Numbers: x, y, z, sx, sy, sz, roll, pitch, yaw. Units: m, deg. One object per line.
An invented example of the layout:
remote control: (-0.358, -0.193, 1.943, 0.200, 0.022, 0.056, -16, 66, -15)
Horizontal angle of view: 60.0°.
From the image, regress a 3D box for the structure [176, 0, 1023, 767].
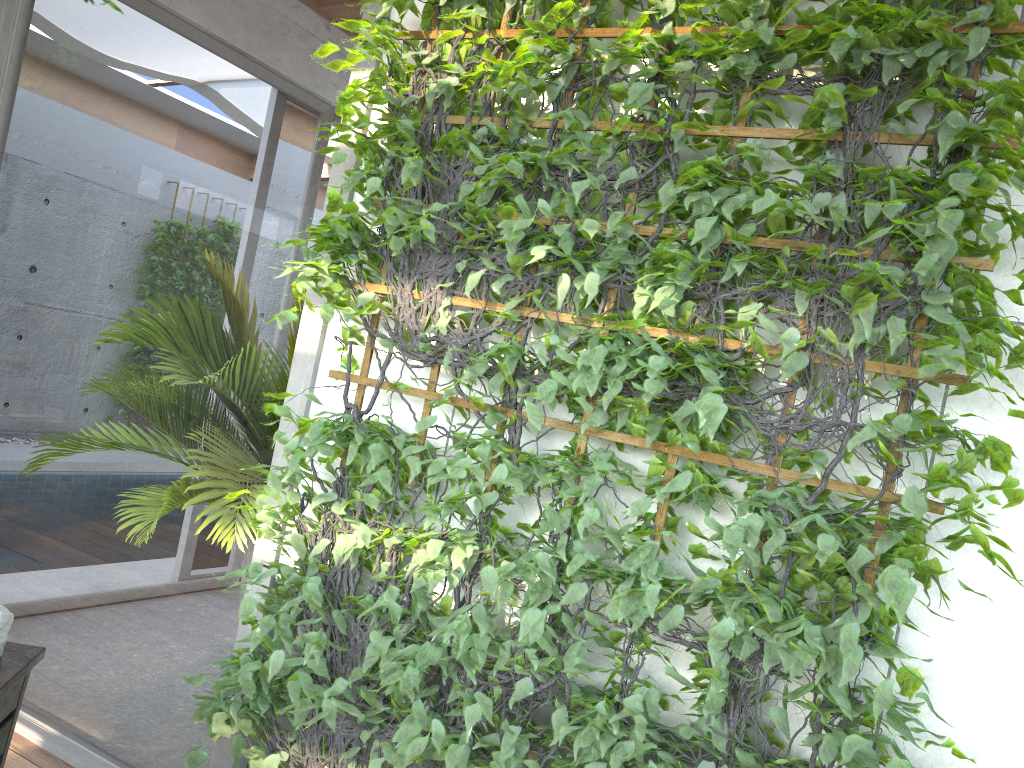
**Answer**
structure: (0.172, 0.036, 1.879, 1.851, 2.669, 0.500, 12, 0, 29)

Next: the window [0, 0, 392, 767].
window: (3.957, 0.343, 8.857, 14.294, 3.764, 23.280, 12, 0, 28)
